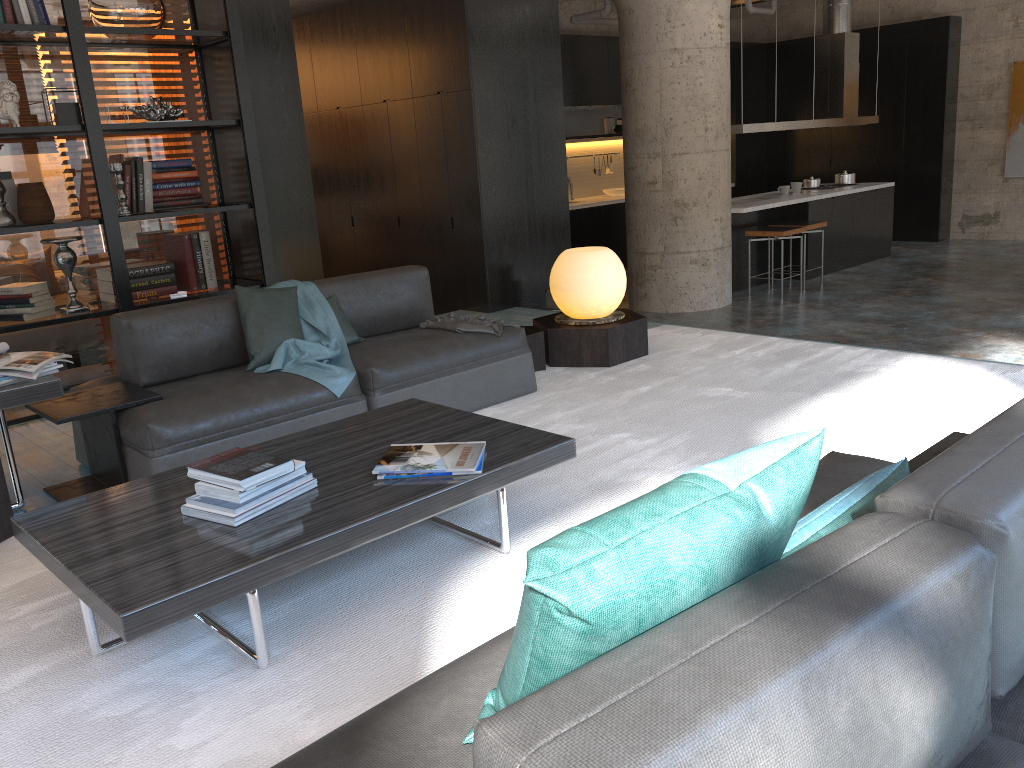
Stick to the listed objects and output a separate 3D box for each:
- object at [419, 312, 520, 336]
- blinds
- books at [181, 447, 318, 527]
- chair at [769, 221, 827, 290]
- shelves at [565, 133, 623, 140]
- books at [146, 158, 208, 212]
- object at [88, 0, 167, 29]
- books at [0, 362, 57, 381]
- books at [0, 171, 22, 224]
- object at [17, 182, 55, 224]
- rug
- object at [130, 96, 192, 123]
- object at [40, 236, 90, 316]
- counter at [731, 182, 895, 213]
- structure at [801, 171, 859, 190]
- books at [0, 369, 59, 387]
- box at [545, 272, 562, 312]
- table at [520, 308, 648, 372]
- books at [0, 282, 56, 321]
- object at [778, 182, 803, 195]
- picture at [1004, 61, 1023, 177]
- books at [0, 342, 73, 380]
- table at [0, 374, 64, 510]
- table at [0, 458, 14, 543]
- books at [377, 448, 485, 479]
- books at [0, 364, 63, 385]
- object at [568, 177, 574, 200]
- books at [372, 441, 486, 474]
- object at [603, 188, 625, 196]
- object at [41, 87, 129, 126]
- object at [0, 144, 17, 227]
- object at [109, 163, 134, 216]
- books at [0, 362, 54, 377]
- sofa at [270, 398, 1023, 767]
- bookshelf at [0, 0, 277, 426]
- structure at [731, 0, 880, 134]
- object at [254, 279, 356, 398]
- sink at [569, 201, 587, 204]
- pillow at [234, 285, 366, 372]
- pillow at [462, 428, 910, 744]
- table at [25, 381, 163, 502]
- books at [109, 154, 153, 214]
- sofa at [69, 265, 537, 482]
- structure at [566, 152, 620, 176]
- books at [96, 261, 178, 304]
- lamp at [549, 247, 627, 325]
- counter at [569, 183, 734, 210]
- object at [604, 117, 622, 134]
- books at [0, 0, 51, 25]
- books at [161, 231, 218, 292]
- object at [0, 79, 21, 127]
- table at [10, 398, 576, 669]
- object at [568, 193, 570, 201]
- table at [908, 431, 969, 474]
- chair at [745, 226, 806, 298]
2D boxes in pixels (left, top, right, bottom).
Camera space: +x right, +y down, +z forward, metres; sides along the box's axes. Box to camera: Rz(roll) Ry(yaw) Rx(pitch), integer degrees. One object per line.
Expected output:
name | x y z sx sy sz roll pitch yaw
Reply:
object | -0.202 -0.283 4.693 0.433 0.185 0.429 10 20 42
blinds | -3.079 -0.962 5.157 2.915 3.160 0.136 -17 20 -40
books | -0.794 0.285 2.616 0.279 0.116 0.322 5 17 31
chair | 3.179 -1.438 9.878 0.450 0.698 0.450 -17 20 -40
shelves | 1.284 -3.560 12.742 4.362 0.043 0.403 -17 20 -40
books | -2.194 -1.270 5.654 0.378 0.303 0.303 -17 19 -39
object | -2.291 -2.184 5.308 0.434 0.217 0.430 -16 19 -38
books | -1.913 -0.041 3.292 0.252 0.011 0.318 2 16 24
books | -3.070 -1.024 4.981 0.547 0.299 0.147 -17 20 -41
object | -2.753 -1.043 5.111 0.190 0.230 0.189 -3 15 3
rug | -0.750 0.663 2.606 7.768 0.032 2.954 -17 20 -40
object | -2.198 -1.696 5.502 0.322 0.177 0.323 -17 20 -40
object | -2.518 -0.614 5.040 0.218 0.433 0.218 8 19 38
counter | 3.322 -2.256 10.664 3.500 0.046 1.000 -17 20 -40
structure | 4.055 -2.629 11.410 0.833 0.187 0.506 -17 20 -40
books | -1.905 -0.020 3.292 0.252 0.011 0.318 6 18 33
box | 0.446 -0.694 7.158 0.280 0.441 0.331 7 18 36
table | 0.354 -0.252 5.314 1.044 0.230 0.616 -17 20 -40
books | -2.793 -0.470 5.042 0.306 0.188 0.257 -1 15 12
object | 3.381 -2.380 10.767 0.437 0.133 0.188 -17 19 -40
picture | 7.033 -3.494 11.657 0.029 1.494 0.928 -17 20 -40
books | -1.865 -0.081 3.335 0.273 0.109 0.322 -5 15 -2
table | -2.198 0.287 3.354 0.800 0.570 0.800 -17 20 -40
table | -2.036 0.418 3.235 0.316 0.340 0.365 1 16 17
books | -0.249 0.244 2.818 0.318 0.011 0.252 -4 15 2
books | -1.894 -0.034 3.300 0.252 0.011 0.318 2 16 24
object | 0.767 -2.756 12.507 0.060 0.336 0.291 9 20 40
books | -0.257 0.233 2.820 0.318 0.011 0.252 -2 15 7
object | 1.562 -2.781 12.855 0.490 0.093 0.490 10 21 43
object | -2.405 -1.563 5.012 0.409 0.200 0.200 -13 17 -31
object | -2.888 -1.101 4.940 0.192 0.447 0.191 -3 15 5
object | -2.301 -1.140 5.203 0.099 0.301 0.099 9 20 40
books | -1.921 -0.050 3.286 0.252 0.011 0.318 4 17 28
sofa | 0.511 0.485 1.610 2.063 0.680 1.019 -17 20 -40
bookshelf | -2.846 -1.098 4.857 2.900 2.571 0.628 -17 20 -40
structure | 3.308 -4.037 10.283 3.117 2.100 0.538 -17 20 -40
object | -1.027 -0.244 4.249 0.444 0.438 0.985 -8 15 -15
sink | 0.540 -2.350 11.940 0.890 0.134 0.458 -17 20 -40
pillow | -1.002 -0.298 4.208 0.670 0.393 0.320 -15 18 -35
pillow | 0.384 0.267 1.473 1.042 0.466 0.349 -13 17 -31
table | -1.717 0.250 3.712 0.413 0.390 0.420 -17 20 -40
books | -2.333 -1.214 5.387 0.256 0.354 0.216 -17 20 -40
sofa | -0.966 -0.132 4.342 2.063 0.680 1.019 -17 20 -40
structure | 1.205 -3.198 12.966 1.171 0.315 0.074 -17 20 -40
books | -2.349 -0.643 5.553 0.393 0.197 0.274 -17 20 -40
lamp | 0.458 -0.603 5.342 0.462 0.417 0.462 -8 15 -14
counter | 1.544 -2.636 12.771 4.360 0.142 1.000 -17 20 -40
object | 1.587 -3.788 12.961 0.334 0.240 0.462 10 21 43
books | -2.674 -2.063 4.782 0.258 0.298 0.221 -17 20 -40
books | -2.084 -0.798 5.740 0.277 0.362 0.191 9 20 41
object | -2.863 -1.545 4.920 0.252 0.280 0.131 -14 18 -33
table | -0.628 0.436 2.834 1.500 0.309 0.900 -17 20 -40
object | 0.772 -2.614 12.398 0.092 0.117 0.092 -5 15 -3
table | 1.282 0.399 2.321 0.413 0.390 0.420 -17 20 -40
chair | 2.818 -1.308 9.490 0.450 0.698 0.450 -17 20 -40
